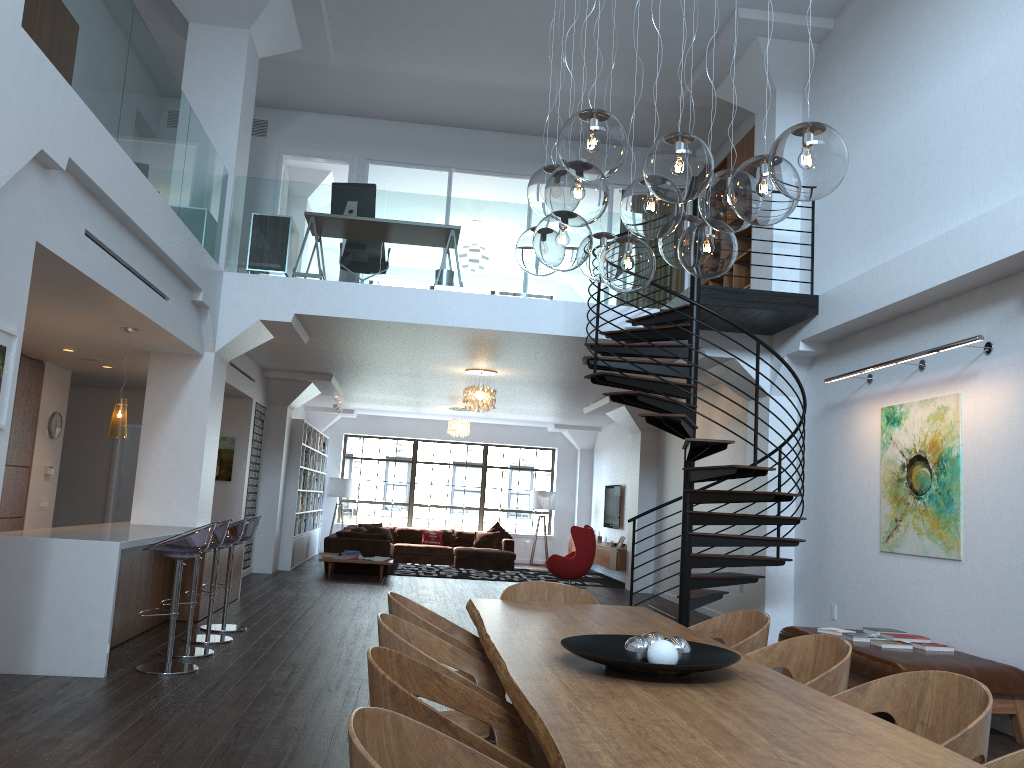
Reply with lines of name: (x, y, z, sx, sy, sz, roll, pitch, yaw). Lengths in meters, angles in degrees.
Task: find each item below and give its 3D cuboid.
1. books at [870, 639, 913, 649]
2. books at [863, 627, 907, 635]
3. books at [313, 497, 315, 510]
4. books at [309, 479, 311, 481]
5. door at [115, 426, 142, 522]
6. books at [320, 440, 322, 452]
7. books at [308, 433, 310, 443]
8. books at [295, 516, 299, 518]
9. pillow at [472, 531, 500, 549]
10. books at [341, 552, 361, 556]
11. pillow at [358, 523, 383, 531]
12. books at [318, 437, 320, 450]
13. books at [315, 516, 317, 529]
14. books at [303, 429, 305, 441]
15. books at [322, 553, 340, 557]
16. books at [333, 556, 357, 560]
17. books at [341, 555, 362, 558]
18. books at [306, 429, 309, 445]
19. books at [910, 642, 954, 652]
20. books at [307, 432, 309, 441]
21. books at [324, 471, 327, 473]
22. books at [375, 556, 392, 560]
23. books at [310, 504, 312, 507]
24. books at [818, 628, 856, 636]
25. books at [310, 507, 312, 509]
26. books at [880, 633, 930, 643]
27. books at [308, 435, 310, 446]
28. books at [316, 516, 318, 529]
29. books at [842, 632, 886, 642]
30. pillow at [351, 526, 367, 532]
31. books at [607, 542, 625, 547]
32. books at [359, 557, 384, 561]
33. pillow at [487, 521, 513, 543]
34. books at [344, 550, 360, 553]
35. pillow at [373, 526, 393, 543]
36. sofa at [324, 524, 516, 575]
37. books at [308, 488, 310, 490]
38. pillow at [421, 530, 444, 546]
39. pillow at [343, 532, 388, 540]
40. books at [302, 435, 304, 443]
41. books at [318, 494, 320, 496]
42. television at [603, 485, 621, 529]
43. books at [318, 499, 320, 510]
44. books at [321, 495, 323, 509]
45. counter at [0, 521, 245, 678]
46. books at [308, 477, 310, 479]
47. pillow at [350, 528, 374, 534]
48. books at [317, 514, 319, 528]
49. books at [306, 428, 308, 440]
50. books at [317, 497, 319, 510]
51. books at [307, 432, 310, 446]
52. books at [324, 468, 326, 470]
books: (2.609, 1.789, 6.098, 0.224, 0.032, 0.161, 4, -8, -6)
books: (2.834, 1.889, 6.745, 0.254, 0.044, 0.183, 5, -8, -11)
books: (-3.865, 2.279, 16.920, 0.182, 0.253, 0.098, 4, -8, -6)
books: (-3.763, 1.737, 16.094, 0.183, 0.042, 0.253, 4, -8, -6)
door: (-5.711, 1.624, 12.836, 0.826, 2.032, 0.174, 4, -8, -6)
books: (-3.856, 1.224, 17.512, 0.183, 0.253, 0.034, 4, -8, -6)
books: (-3.601, 0.951, 15.331, 0.174, 0.243, 0.085, 4, -8, -6)
books: (-3.593, 2.148, 14.395, 0.223, 0.027, 0.161, 3, -8, 3)
pillow: (-0.532, 3.167, 18.049, 0.542, 0.362, 0.248, 1, -8, 15)
books: (-2.548, 2.696, 14.083, 0.279, 0.035, 0.191, 3, -8, 4)
pillow: (-2.805, 3.006, 17.885, 0.580, 0.418, 0.334, 8, -9, -33)
books: (-3.820, 1.158, 17.140, 0.176, 0.290, 0.053, 4, -8, -6)
books: (-3.991, 2.756, 17.694, 0.183, 0.253, 0.037, 4, -8, -6)
books: (-3.535, 0.864, 14.703, 0.170, 0.251, 0.118, 4, -8, -6)
books: (-2.853, 2.696, 13.983, 0.241, 0.045, 0.334, 4, -8, -5)
books: (-2.570, 2.676, 13.671, 0.236, 0.035, 0.340, 1, -8, 19)
books: (-2.545, 2.731, 14.075, 0.312, 0.037, 0.216, 6, -8, -16)
books: (-3.591, 0.904, 15.145, 0.197, 0.290, 0.136, 4, -8, -6)
books: (2.892, 1.808, 6.102, 0.224, 0.036, 0.161, 5, -8, -12)
books: (-3.586, 0.934, 15.214, 0.159, 0.248, 0.089, 4, -8, -6)
books: (-4.033, 1.827, 18.467, 0.284, 0.035, 0.197, 0, -8, 24)
books: (-2.055, 2.760, 14.059, 0.256, 0.035, 0.350, 1, -8, 19)
books: (-3.865, 2.253, 16.495, 0.259, 0.040, 0.180, 4, -8, -6)
books: (2.436, 1.859, 6.662, 0.161, 0.031, 0.223, 8, -9, -28)
books: (-3.861, 2.289, 16.467, 0.251, 0.037, 0.160, 4, -8, -1)
books: (2.852, 1.845, 6.429, 0.283, 0.043, 0.197, 4, -8, -7)
books: (-3.614, 0.958, 15.433, 0.182, 0.255, 0.077, 4, -8, -6)
books: (-4.010, 2.774, 17.812, 0.189, 0.247, 0.057, 4, -8, -6)
books: (2.522, 1.817, 6.353, 0.247, 0.040, 0.185, 4, -8, -3)
pillow: (-2.744, 2.808, 16.275, 0.325, 0.391, 0.625, 2, -8, 10)
books: (1.888, 2.917, 16.108, 0.250, 0.053, 0.400, 4, -8, -6)
books: (-2.170, 2.704, 13.704, 0.342, 0.040, 0.231, -2, -9, 34)
pillow: (-0.341, 3.122, 18.244, 0.651, 0.587, 0.335, 7, -9, -27)
books: (-2.541, 2.665, 14.085, 0.224, 0.027, 0.157, 4, -8, -1)
pillow: (-2.606, 3.026, 17.807, 0.489, 0.337, 0.238, 9, -10, -36)
sofa: (-1.550, 3.069, 16.436, 3.481, 0.664, 4.197, 4, -8, -6)
books: (-3.767, 1.900, 16.069, 0.171, 0.039, 0.246, 4, -8, -6)
pillow: (-1.621, 3.136, 18.049, 0.465, 0.308, 0.220, 5, -8, -10)
pillow: (-2.409, 2.625, 14.617, 0.750, 0.364, 0.289, 4, -8, -7)
books: (-3.521, 0.870, 14.629, 0.161, 0.222, 0.084, 4, -8, -6)
books: (-3.952, 2.195, 17.612, 0.224, 0.030, 0.161, 3, -8, 4)
television: (1.914, 2.346, 16.970, 0.013, 0.816, 1.324, 4, -8, -6)
books: (-3.996, 2.440, 17.997, 0.161, 0.221, 0.035, 4, -8, -7)
books: (-4.057, 2.470, 18.564, 0.176, 0.290, 0.053, 4, -8, -6)
counter: (-2.206, 1.580, 6.456, 3.039, 0.860, 8.182, 9, -9, -35)
books: (-3.768, 1.701, 16.104, 0.161, 0.033, 0.223, 4, -8, -6)
pillow: (-2.475, 2.614, 14.881, 0.559, 0.411, 0.269, -3, -10, 40)
books: (-4.042, 2.787, 18.080, 0.176, 0.290, 0.053, 4, -8, -6)
books: (-3.579, 0.895, 15.084, 0.176, 0.293, 0.125, 4, -8, -6)
books: (-3.985, 2.398, 17.865, 0.183, 0.253, 0.042, 4, -8, -6)
books: (-3.587, 0.937, 15.247, 0.182, 0.253, 0.098, 4, -8, -6)
books: (-4.026, 1.760, 18.471, 0.254, 0.032, 0.174, -1, -9, 29)
